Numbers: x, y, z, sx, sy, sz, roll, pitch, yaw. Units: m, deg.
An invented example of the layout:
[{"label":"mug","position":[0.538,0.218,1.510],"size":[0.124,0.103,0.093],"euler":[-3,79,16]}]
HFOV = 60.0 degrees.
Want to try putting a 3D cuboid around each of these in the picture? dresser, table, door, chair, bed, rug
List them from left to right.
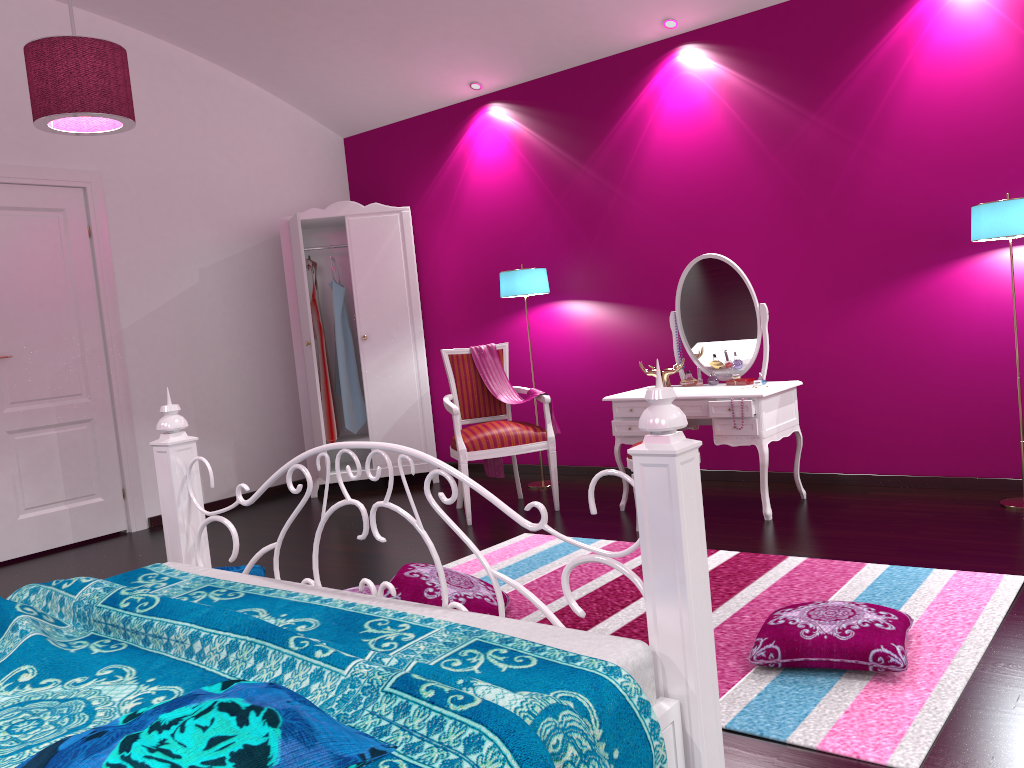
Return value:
[{"label":"bed","position":[-0.965,0.462,1.211],"size":[2.167,1.143,2.317],"euler":[-2,5,38]},{"label":"door","position":[-2.798,-0.052,4.619],"size":[0.098,2.001,1.405],"euler":[-2,5,38]},{"label":"dresser","position":[-1.002,-0.244,5.863],"size":[0.842,1.893,0.875],"euler":[-6,4,-6]},{"label":"chair","position":[-0.095,0.242,4.794],"size":[0.528,0.901,0.511],"euler":[-7,4,-16]},{"label":"rug","position":[0.453,0.761,3.048],"size":[2.100,0.018,1.400],"euler":[-2,5,38]},{"label":"chair","position":[0.719,0.463,4.156],"size":[0.337,0.390,0.337],"euler":[-3,5,35]},{"label":"table","position":[0.967,0.319,4.443],"size":[0.856,0.592,0.526],"euler":[-2,5,38]}]

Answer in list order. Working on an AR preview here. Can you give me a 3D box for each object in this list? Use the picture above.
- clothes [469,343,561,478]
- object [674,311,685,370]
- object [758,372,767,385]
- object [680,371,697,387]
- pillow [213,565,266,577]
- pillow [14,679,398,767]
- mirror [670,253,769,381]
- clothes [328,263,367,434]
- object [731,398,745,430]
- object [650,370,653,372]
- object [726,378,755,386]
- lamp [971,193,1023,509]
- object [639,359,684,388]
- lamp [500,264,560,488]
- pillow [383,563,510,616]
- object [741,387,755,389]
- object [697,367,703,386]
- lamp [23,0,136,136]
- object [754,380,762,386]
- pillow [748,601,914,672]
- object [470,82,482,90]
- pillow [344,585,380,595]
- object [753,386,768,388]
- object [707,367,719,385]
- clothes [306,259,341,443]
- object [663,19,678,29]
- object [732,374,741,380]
[{"label":"clothes","position":[0.019,0.155,4.894],"size":[0.601,0.777,0.162],"euler":[-2,6,42]},{"label":"object","position":[0.898,-0.236,4.751],"size":[0.022,0.320,0.044],"euler":[-2,5,39]},{"label":"object","position":[1.219,-0.028,4.348],"size":[0.059,0.060,0.082],"euler":[-6,4,-5]},{"label":"object","position":[0.920,-0.029,4.615],"size":[0.098,0.081,0.045],"euler":[-5,4,16]},{"label":"pillow","position":[-0.962,0.745,2.807],"size":[0.402,0.357,0.264],"euler":[-6,4,-11]},{"label":"pillow","position":[-0.449,0.516,1.250],"size":[0.425,0.127,0.404],"euler":[-9,5,-41]},{"label":"mirror","position":[1.074,-0.262,4.608],"size":[0.544,0.829,0.138],"euler":[-2,5,38]},{"label":"clothes","position":[-1.126,-0.260,6.015],"size":[0.180,1.199,0.191],"euler":[-8,5,-28]},{"label":"object","position":[1.031,0.137,4.034],"size":[0.063,0.143,0.032],"euler":[-2,5,39]},{"label":"object","position":[0.745,-0.070,4.733],"size":[0.020,0.007,0.020],"euler":[-4,4,19]},{"label":"object","position":[1.142,-0.010,4.432],"size":[0.075,0.027,0.122],"euler":[-9,5,-36]},{"label":"lamp","position":[2.182,-0.144,3.832],"size":[0.303,1.352,0.303],"euler":[-9,5,-41]},{"label":"object","position":[0.802,-0.057,4.727],"size":[0.248,0.145,0.085],"euler":[-4,5,26]},{"label":"lamp","position":[0.128,-0.051,5.393],"size":[0.303,1.352,0.303],"euler":[-6,4,-6]},{"label":"pillow","position":[-0.227,0.716,2.962],"size":[0.391,0.224,0.425],"euler":[-5,4,7]},{"label":"object","position":[1.124,0.020,4.204],"size":[0.073,0.003,0.073],"euler":[-9,5,-40]},{"label":"object","position":[0.966,-0.037,4.567],"size":[0.030,0.096,0.030],"euler":[-5,4,10]},{"label":"lamp","position":[-1.004,-1.644,2.940],"size":[2.377,1.129,0.377],"euler":[-2,5,38]},{"label":"object","position":[1.188,-0.004,4.287],"size":[0.040,0.026,0.040],"euler":[-2,5,38]},{"label":"pillow","position":[0.900,0.694,2.487],"size":[0.419,0.107,0.401],"euler":[-4,4,24]},{"label":"object","position":[-0.231,-1.922,5.695],"size":[0.080,0.058,0.085],"euler":[-2,5,38]},{"label":"pillow","position":[-0.518,0.784,3.030],"size":[0.429,0.142,0.400],"euler":[-8,5,-27]},{"label":"object","position":[1.178,0.013,4.205],"size":[0.073,0.006,0.073],"euler":[-6,4,1]},{"label":"object","position":[1.030,-0.041,4.546],"size":[0.059,0.094,0.059],"euler":[-7,4,-12]},{"label":"clothes","position":[-1.314,-0.225,5.969],"size":[0.173,1.237,0.315],"euler":[-6,4,-4]},{"label":"object","position":[0.864,-1.969,4.823],"size":[0.080,0.058,0.085],"euler":[-2,5,38]},{"label":"object","position":[1.125,-0.036,4.446],"size":[0.040,0.026,0.040],"euler":[-2,5,38]}]
